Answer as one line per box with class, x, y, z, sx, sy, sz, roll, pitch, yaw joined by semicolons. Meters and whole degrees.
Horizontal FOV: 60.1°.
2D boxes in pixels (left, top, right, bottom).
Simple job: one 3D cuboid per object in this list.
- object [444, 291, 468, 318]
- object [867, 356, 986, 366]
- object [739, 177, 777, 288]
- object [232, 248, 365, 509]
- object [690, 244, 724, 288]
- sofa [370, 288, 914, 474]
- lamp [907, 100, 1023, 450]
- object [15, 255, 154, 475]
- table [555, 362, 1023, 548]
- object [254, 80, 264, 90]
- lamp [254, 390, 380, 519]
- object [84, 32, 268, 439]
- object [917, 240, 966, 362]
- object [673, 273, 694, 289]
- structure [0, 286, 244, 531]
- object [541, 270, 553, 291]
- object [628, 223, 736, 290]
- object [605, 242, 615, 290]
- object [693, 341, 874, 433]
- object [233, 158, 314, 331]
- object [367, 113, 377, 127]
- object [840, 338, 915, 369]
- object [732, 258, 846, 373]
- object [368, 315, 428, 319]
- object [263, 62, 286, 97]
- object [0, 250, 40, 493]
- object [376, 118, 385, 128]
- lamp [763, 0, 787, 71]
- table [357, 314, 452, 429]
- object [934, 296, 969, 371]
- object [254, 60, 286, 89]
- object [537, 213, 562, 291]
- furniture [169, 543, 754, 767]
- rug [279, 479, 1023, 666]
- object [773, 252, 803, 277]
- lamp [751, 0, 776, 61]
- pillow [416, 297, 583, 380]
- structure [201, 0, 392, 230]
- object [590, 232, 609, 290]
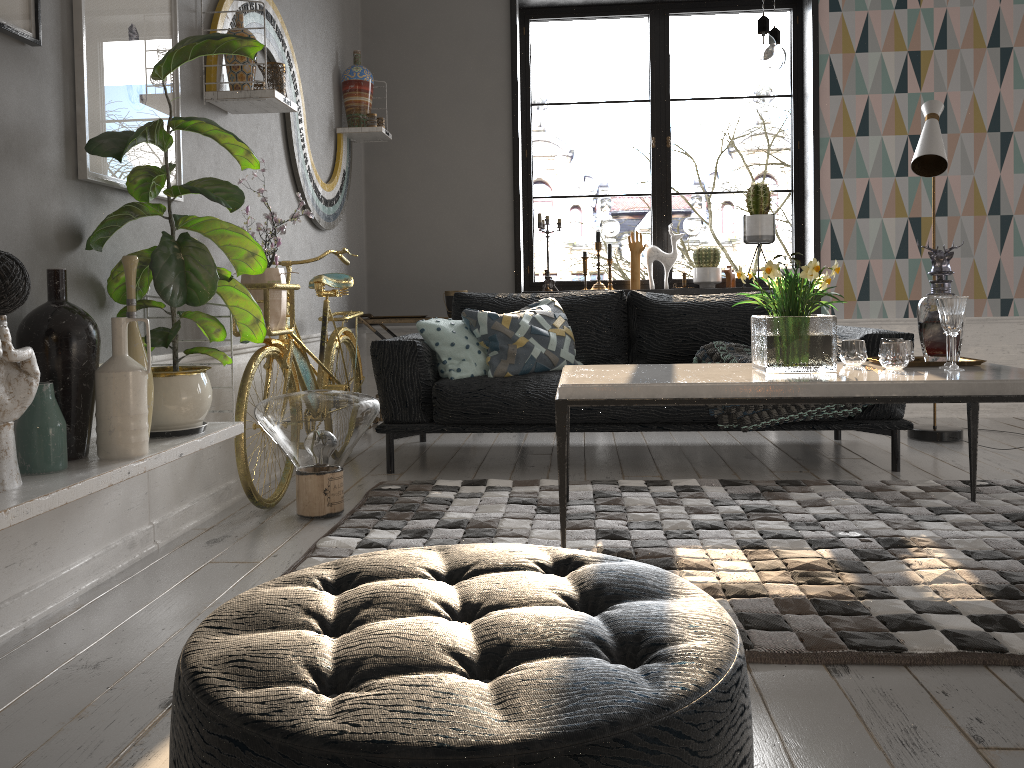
object;-0.325;-0.464;5.171;0.138;0.160;0.142;2;4;42
object;1.379;-0.077;2.969;0.318;0.015;0.248;-1;6;4
object;1.493;-0.921;5.361;0.236;0.669;0.229;-2;2;-25
object;-0.843;-0.078;3.764;0.426;0.966;1.632;-1;4;-4
object;1.210;-0.735;5.493;0.234;0.282;0.214;-2;3;-22
sofa;0.568;-0.049;4.182;2.340;0.796;0.974;-1;4;4
lamp;2.294;-0.593;4.678;0.680;1.698;1.250;-1;3;3
object;-1.000;-0.065;2.089;0.332;0.487;0.286;-3;3;-35
table;0.877;0.214;2.801;1.455;0.510;0.735;-1;4;4
object;-0.972;-1.109;3.372;0.062;0.081;0.062;-2;3;-20
lamp;-0.682;0.243;3.126;0.433;0.436;0.434;1;4;35
object;-0.940;-0.436;2.498;0.416;1.147;0.568;1;3;44
object;1.440;-0.279;2.970;0.148;0.416;0.156;0;2;24
object;1.063;-0.635;5.451;0.123;0.099;0.123;1;4;27
structure;-1.083;0.064;1.355;0.308;0.484;2.787;-1;5;4
object;0.221;-0.660;5.597;0.084;0.151;0.085;-1;3;8
object;1.049;-0.786;5.457;0.662;0.409;0.135;-1;2;6
object;0.612;-0.736;5.536;0.076;0.300;0.076;0;2;35
object;1.149;-0.004;3.846;0.666;0.328;0.492;-1;4;0
object;-0.860;-0.516;3.348;0.253;0.639;0.489;0;3;22
object;-0.779;-1.460;4.920;0.060;0.079;0.060;-1;3;-7
object;1.256;-0.100;2.917;0.246;0.087;0.280;-3;5;-18
object;0.877;-0.219;2.813;0.351;0.350;0.326;-1;3;7
object;-0.674;-0.394;5.238;0.318;0.015;0.248;-1;6;4
object;-0.896;-1.135;3.341;0.086;0.139;0.086;-1;3;-3
object;-1.039;-0.030;1.776;0.136;0.482;0.155;-1;2;4
object;-0.740;-1.467;4.984;0.050;0.058;0.050;-1;3;-6
lamp;1.121;-1.718;2.215;0.074;1.532;1.399;-2;3;-26
table;-0.516;-0.081;5.235;0.742;0.678;0.340;-1;2;4
object;1.374;-0.161;2.768;0.082;0.226;0.168;0;3;16
object;-0.893;-1.132;3.193;0.060;0.165;0.197;1;4;38
object;0.212;-0.820;5.512;0.162;0.489;0.145;1;3;40
furniture;-0.060;0.463;1.173;0.735;0.356;0.738;-2;5;-9
rug;0.645;0.471;2.669;2.526;0.034;1.777;-1;6;5
object;1.667;-0.689;5.329;0.171;0.203;0.247;-1;4;7
lamp;1.051;-1.705;2.096;0.074;1.532;1.399;-2;3;-26
pillow;-0.059;-0.216;4.172;0.798;0.361;0.445;-2;4;-13
structure;-0.899;-1.235;4.138;0.267;0.952;2.030;-1;5;4
object;0.537;-0.767;5.490;0.123;0.374;0.123;-1;2;9
